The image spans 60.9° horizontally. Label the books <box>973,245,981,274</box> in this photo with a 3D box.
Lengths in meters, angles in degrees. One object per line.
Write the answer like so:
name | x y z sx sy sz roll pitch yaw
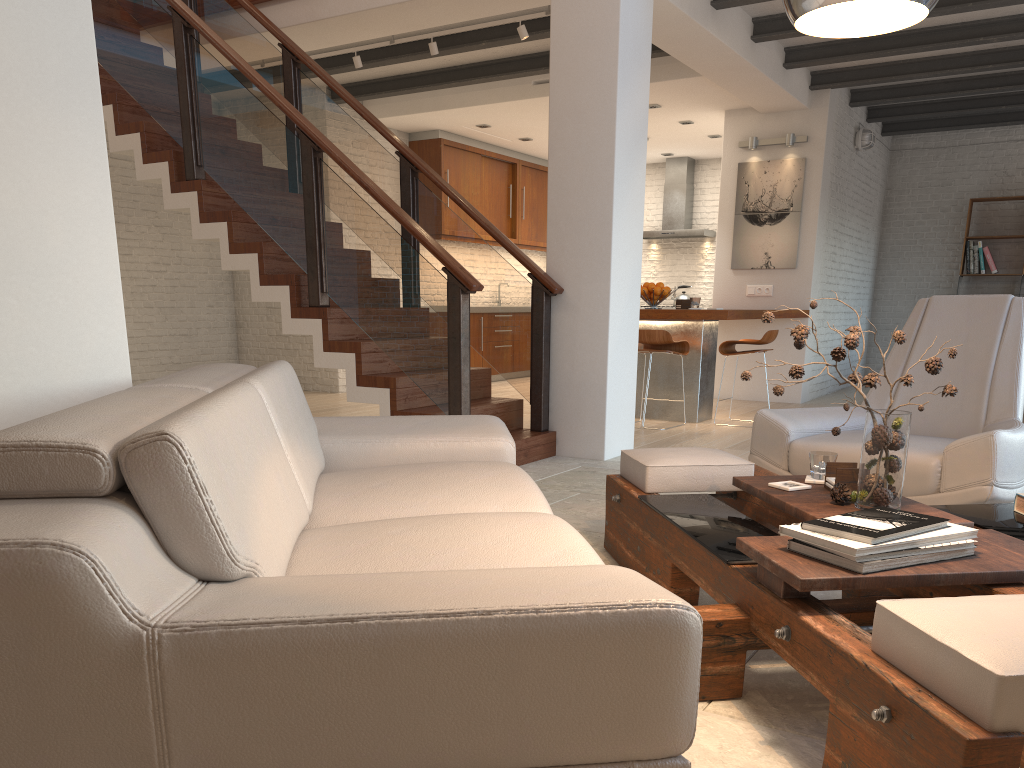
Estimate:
books | 5.573 -1.483 10.452 0.101 0.346 0.248 9 14 31

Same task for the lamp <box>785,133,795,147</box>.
lamp | 2.644 -2.320 8.288 0.079 0.108 0.077 -6 13 -30

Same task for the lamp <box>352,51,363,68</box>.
lamp | -1.219 -2.551 6.881 0.060 0.134 0.084 9 15 33

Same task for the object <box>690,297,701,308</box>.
object | 1.504 -0.667 7.159 0.089 0.088 0.089 -9 13 -43

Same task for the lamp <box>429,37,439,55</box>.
lamp | -0.585 -2.513 6.505 0.060 0.134 0.084 9 15 33

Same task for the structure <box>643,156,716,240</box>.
structure | 2.171 -2.452 11.511 0.975 1.029 0.445 6 14 30

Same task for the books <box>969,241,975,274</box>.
books | 5.520 -1.510 10.456 0.090 0.398 0.237 9 15 31

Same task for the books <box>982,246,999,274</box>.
books | 5.695 -1.467 10.373 0.192 0.330 0.248 8 14 31

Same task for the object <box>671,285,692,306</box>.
object | 2.280 -1.171 11.581 0.259 0.285 0.256 -7 13 -36

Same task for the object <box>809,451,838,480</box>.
object | 1.015 0.268 2.854 0.091 0.088 0.088 -1 10 -9

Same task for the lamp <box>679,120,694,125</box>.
lamp | 1.834 -2.766 9.160 0.122 0.057 0.121 5 8 31

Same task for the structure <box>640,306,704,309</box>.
structure | 2.121 -1.039 11.827 0.804 0.033 0.576 4 6 31

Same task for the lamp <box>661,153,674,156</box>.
lamp | 1.978 -2.939 11.093 0.122 0.057 0.121 5 8 31

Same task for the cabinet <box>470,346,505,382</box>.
cabinet | 1.153 -1.479 11.154 4.780 2.940 2.184 0 11 -4

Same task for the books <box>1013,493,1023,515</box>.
books | 1.694 0.372 2.539 0.326 0.058 0.246 1 6 2

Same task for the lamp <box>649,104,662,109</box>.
lamp | 1.365 -2.703 8.427 0.122 0.057 0.121 5 8 31

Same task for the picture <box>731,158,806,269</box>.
picture | 2.517 -1.663 8.599 0.648 1.053 0.019 7 16 30

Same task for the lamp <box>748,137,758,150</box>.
lamp | 2.341 -2.338 8.467 0.079 0.108 0.077 -6 13 -30

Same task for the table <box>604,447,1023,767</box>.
table | 1.310 0.536 2.497 1.969 0.444 2.135 0 6 -7

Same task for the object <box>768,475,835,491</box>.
object | 0.957 0.310 2.804 0.271 0.036 0.241 1 5 4

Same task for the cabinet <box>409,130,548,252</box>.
cabinet | -0.103 -2.356 11.263 0.456 1.204 3.266 9 10 32

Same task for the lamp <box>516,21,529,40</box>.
lamp | 0.076 -2.472 6.105 0.087 0.134 0.057 -1 13 -8

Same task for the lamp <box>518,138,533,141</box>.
lamp | 0.161 -2.868 10.152 0.122 0.057 0.121 5 8 31

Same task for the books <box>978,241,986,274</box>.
books | 5.604 -1.501 10.392 0.120 0.395 0.237 9 15 31

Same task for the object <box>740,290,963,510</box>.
object | 0.910 0.049 2.435 0.542 0.629 0.304 1 13 2

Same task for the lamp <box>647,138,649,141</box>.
lamp | 1.270 -2.746 10.015 0.446 0.176 0.440 4 8 31

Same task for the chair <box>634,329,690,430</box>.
chair | 1.153 -0.048 7.027 0.400 0.803 0.410 8 15 31

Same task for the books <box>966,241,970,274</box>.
books | 5.484 -1.511 10.468 0.090 0.398 0.237 9 15 31

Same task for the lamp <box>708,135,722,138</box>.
lamp | 2.302 -2.828 9.892 0.122 0.057 0.121 5 8 31

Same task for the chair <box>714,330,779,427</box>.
chair | 1.952 -0.054 7.163 0.418 0.803 0.393 8 15 31

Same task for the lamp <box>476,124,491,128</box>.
lamp | -0.308 -2.805 9.419 0.122 0.057 0.121 5 8 31

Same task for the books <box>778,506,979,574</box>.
books | 0.864 0.358 2.037 0.398 0.077 0.243 -2 7 -26

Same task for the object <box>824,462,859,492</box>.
object | 1.041 0.294 2.719 0.094 0.085 0.110 1 9 4

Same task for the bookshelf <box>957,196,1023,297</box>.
bookshelf | 5.982 -1.035 10.264 1.303 2.283 0.354 8 16 30

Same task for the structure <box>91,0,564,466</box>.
structure | 0.250 -1.695 5.838 10.056 4.288 13.539 5 7 32

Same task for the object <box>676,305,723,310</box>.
object | 1.525 -0.632 7.194 0.391 0.036 0.194 4 7 35

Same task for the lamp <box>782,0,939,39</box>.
lamp | 1.011 -0.321 1.062 0.318 2.434 1.966 -6 12 -22

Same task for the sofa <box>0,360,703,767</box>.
sofa | -0.427 0.370 2.332 1.143 0.781 2.255 -1 6 -8

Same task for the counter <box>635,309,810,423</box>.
counter | 1.562 -0.221 8.124 1.669 0.952 2.439 5 8 32

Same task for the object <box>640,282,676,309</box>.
object | 1.206 -0.751 7.413 0.366 0.230 0.351 0 8 -3

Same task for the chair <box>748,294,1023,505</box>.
chair | 1.687 0.145 3.633 0.957 1.053 1.006 -9 14 -41

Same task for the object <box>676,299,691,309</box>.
object | 1.437 -0.666 7.288 0.094 0.085 0.111 -2 9 -13
